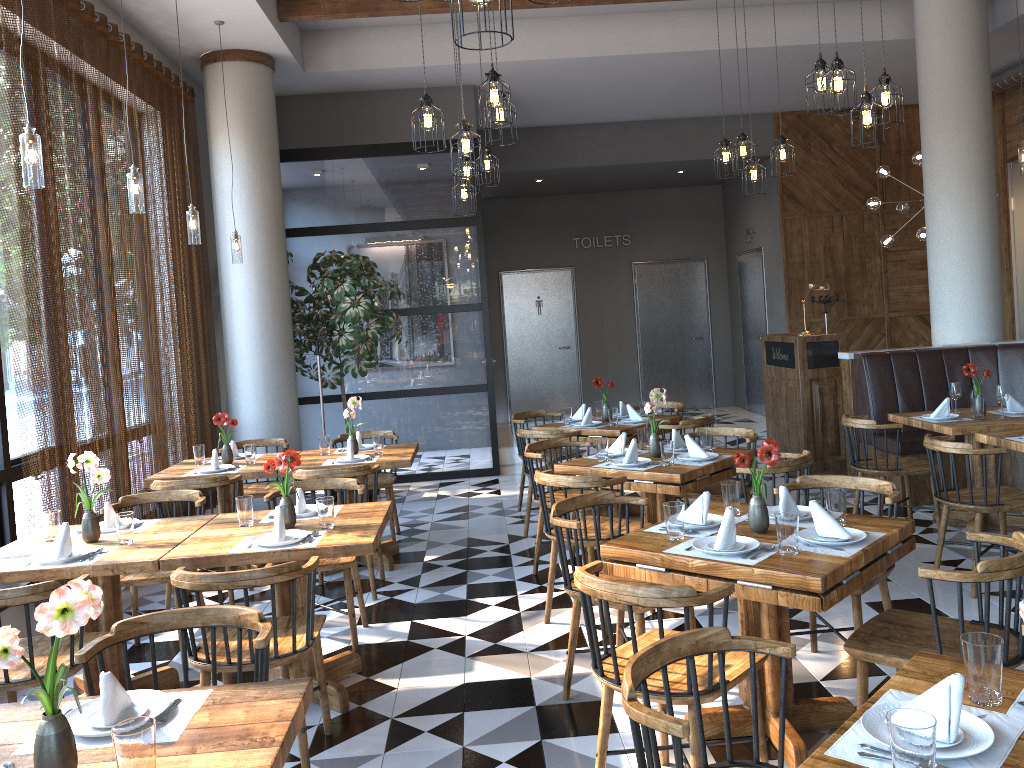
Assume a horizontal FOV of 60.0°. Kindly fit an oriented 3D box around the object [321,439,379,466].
[{"bbox_3d":[-1.072,0.439,5.858,0.352,0.137,0.272,-4,4,-2],"label":"object"}]

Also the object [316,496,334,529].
[{"bbox_3d":[-0.817,0.567,3.889,0.080,0.132,0.080,-5,2,-17],"label":"object"}]

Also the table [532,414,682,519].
[{"bbox_3d":[0.786,0.676,7.070,0.863,0.763,0.866,-1,4,43],"label":"table"}]

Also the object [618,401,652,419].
[{"bbox_3d":[0.930,0.201,7.259,0.351,0.137,0.272,0,5,43],"label":"object"}]

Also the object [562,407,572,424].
[{"bbox_3d":[0.441,0.253,7.042,0.080,0.132,0.080,-5,3,-27],"label":"object"}]

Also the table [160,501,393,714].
[{"bbox_3d":[-0.975,1.020,3.984,0.850,0.763,0.852,-4,3,-2],"label":"table"}]

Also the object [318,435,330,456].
[{"bbox_3d":[-1.316,0.432,6.219,0.080,0.132,0.080,-5,2,-17],"label":"object"}]

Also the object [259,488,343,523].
[{"bbox_3d":[-1.006,0.553,4.231,0.352,0.137,0.272,-4,4,-2],"label":"object"}]

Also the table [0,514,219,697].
[{"bbox_3d":[-1.828,1.081,3.948,0.850,0.763,0.852,-4,3,-2],"label":"table"}]

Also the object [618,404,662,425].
[{"bbox_3d":[0.953,0.227,6.882,0.272,0.137,0.353,-1,5,43],"label":"object"}]

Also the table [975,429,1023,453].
[{"bbox_3d":[3.212,0.670,4.863,0.850,0.763,0.852,-4,3,-2],"label":"table"}]

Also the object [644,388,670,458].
[{"bbox_3d":[0.850,0.226,5.166,0.146,0.399,0.207,-4,2,9],"label":"object"}]

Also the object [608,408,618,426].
[{"bbox_3d":[0.771,0.251,6.748,0.080,0.132,0.080,-3,2,13],"label":"object"}]

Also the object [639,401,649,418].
[{"bbox_3d":[1.059,0.207,7.081,0.080,0.132,0.080,-3,3,23],"label":"object"}]

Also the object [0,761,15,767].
[{"bbox_3d":[-0.879,0.741,1.505,0.352,0.137,0.272,-4,4,-2],"label":"object"}]

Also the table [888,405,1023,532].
[{"bbox_3d":[3.163,0.593,5.965,0.850,0.763,0.852,-4,3,-2],"label":"table"}]

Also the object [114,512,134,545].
[{"bbox_3d":[-1.682,0.629,3.853,0.080,0.132,0.080,-2,3,33],"label":"object"}]

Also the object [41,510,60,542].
[{"bbox_3d":[-2.085,0.645,4.015,0.080,0.132,0.080,-2,3,33],"label":"object"}]

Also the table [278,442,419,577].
[{"bbox_3d":[-1.070,0.871,6.137,0.850,0.763,0.852,-4,3,-2],"label":"table"}]

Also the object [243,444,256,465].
[{"bbox_3d":[-1.778,0.479,6.020,0.080,0.132,0.080,-3,2,13],"label":"object"}]

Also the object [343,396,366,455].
[{"bbox_3d":[-1.086,0.289,6.129,0.146,0.399,0.207,-4,2,-10],"label":"object"}]

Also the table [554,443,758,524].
[{"bbox_3d":[0.869,0.806,5.192,0.863,0.763,0.866,-1,4,43],"label":"table"}]

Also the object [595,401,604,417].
[{"bbox_3d":[0.733,0.209,7.363,0.080,0.132,0.080,-3,3,23],"label":"object"}]

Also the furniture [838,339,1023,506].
[{"bbox_3d":[3.932,0.463,4.360,1.917,1.148,6.600,-4,4,-2],"label":"furniture"}]

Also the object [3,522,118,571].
[{"bbox_3d":[-1.862,0.653,3.662,0.352,0.137,0.272,-4,4,-2],"label":"object"}]

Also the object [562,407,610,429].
[{"bbox_3d":[0.575,0.254,6.862,0.351,0.137,0.272,0,5,43],"label":"object"}]

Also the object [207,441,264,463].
[{"bbox_3d":[-1.987,0.466,6.353,0.352,0.137,0.272,-4,4,-2],"label":"object"}]

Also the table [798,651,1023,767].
[{"bbox_3d":[1.030,1.060,1.538,0.863,0.763,0.866,-1,4,43],"label":"table"}]

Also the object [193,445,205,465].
[{"bbox_3d":[-2.181,0.494,6.182,0.080,0.132,0.080,-3,2,13],"label":"object"}]

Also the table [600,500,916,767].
[{"bbox_3d":[0.951,0.935,3.335,0.863,0.763,0.866,-1,4,43],"label":"table"}]

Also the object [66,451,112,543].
[{"bbox_3d":[-1.879,0.501,3.956,0.206,0.399,0.146,-4,2,1],"label":"object"}]

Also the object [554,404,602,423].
[{"bbox_3d":[0.552,0.228,7.240,0.272,0.137,0.353,-1,5,43],"label":"object"}]

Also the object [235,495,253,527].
[{"bbox_3d":[-1.220,0.583,4.052,0.080,0.132,0.080,-5,2,-17],"label":"object"}]

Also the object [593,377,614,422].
[{"bbox_3d":[0.725,0.118,7.086,0.171,0.354,0.156,-2,3,45],"label":"object"}]

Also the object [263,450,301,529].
[{"bbox_3d":[-1.002,0.467,3.909,0.156,0.354,0.171,-5,2,-23],"label":"object"}]

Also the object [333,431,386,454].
[{"bbox_3d":[-1.101,0.403,6.390,0.352,0.137,0.272,-4,4,-2],"label":"object"}]

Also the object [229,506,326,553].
[{"bbox_3d":[-0.976,0.589,3.699,0.352,0.137,0.272,-4,4,-2],"label":"object"}]

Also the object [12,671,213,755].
[{"bbox_3d":[-0.909,0.705,2.037,0.352,0.137,0.272,-4,4,-2],"label":"object"}]

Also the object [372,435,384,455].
[{"bbox_3d":[-0.913,0.417,6.057,0.080,0.132,0.080,-5,2,-17],"label":"object"}]

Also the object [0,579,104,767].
[{"bbox_3d":[-0.904,0.594,1.738,0.207,0.399,0.146,-6,3,-38],"label":"object"}]

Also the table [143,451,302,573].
[{"bbox_3d":[-1.923,0.932,6.101,0.850,0.763,0.852,-4,3,-2],"label":"table"}]

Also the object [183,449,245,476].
[{"bbox_3d":[-1.957,0.503,5.821,0.352,0.137,0.272,-4,4,-2],"label":"object"}]

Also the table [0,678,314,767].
[{"bbox_3d":[-0.878,1.173,1.786,0.850,0.763,0.852,-4,3,-2],"label":"table"}]

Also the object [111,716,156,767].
[{"bbox_3d":[-0.720,0.719,1.698,0.080,0.132,0.080,-5,2,-17],"label":"object"}]

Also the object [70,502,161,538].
[{"bbox_3d":[-1.891,0.616,4.194,0.352,0.137,0.272,-4,4,-2],"label":"object"}]

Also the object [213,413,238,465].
[{"bbox_3d":[-1.973,0.373,6.119,0.156,0.354,0.171,-5,2,-26],"label":"object"}]
